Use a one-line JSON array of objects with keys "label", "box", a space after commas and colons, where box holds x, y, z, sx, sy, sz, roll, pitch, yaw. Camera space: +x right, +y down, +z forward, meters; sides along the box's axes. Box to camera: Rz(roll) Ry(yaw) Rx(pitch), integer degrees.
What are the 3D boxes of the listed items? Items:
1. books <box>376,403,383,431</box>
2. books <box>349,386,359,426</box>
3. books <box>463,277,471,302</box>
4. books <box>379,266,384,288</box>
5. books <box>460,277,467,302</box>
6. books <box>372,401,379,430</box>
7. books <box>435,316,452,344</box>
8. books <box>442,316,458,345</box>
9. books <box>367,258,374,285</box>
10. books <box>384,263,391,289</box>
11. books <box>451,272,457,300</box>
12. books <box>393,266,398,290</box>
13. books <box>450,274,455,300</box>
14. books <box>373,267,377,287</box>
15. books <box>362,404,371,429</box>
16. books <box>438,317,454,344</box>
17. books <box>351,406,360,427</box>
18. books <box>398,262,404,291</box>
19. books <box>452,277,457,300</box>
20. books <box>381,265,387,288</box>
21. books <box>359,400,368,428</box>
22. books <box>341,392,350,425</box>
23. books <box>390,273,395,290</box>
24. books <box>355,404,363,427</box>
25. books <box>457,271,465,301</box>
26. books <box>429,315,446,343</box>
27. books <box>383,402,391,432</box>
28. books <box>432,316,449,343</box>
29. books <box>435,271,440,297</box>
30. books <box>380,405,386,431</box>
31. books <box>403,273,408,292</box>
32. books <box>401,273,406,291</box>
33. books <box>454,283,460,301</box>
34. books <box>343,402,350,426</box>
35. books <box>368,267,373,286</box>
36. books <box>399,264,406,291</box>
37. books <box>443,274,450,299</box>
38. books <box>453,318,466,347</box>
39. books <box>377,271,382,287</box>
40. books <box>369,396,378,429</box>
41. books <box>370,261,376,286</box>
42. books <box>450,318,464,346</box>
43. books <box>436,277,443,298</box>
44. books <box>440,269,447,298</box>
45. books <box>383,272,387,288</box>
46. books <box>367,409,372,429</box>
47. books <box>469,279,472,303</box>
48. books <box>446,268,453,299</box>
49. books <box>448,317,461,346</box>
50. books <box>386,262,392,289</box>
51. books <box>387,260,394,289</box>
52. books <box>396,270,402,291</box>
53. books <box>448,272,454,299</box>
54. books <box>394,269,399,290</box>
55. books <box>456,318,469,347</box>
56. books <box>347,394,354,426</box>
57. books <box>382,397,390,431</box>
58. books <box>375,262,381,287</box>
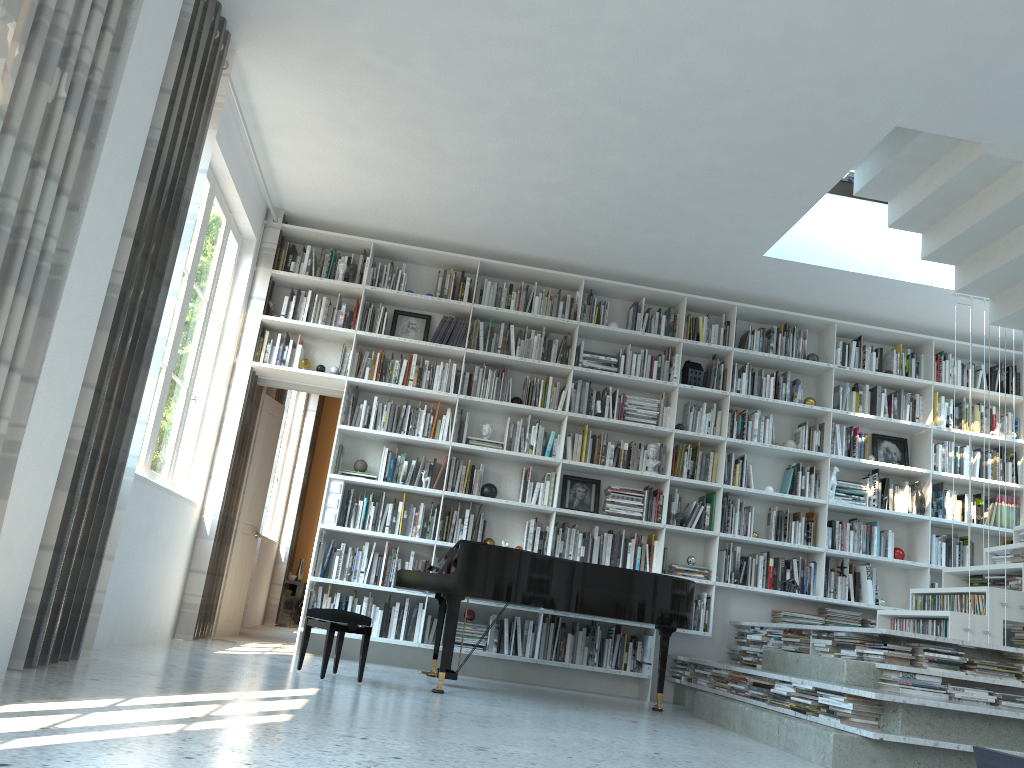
[{"label": "books", "box": [-1.018, 0.279, 6.797, 0.049, 0.242, 0.139, 9, -14, -5]}, {"label": "books", "box": [-1.204, 0.195, 6.757, 0.012, 0.333, 0.185, 9, -14, -5]}, {"label": "books", "box": [-0.369, -0.705, 7.091, 0.031, 0.253, 0.178, 9, -14, -5]}, {"label": "books", "box": [-1.036, -0.800, 7.029, 0.013, 0.224, 0.177, 9, -14, -5]}, {"label": "books", "box": [-0.396, -0.709, 7.102, 0.022, 0.260, 0.152, 9, -14, -5]}, {"label": "books", "box": [-1.044, 0.267, 6.772, 0.011, 0.245, 0.176, 9, -14, -5]}, {"label": "books", "box": [-0.552, -0.386, 6.990, 0.110, 0.279, 0.174, 9, -14, -5]}, {"label": "books", "box": [-0.499, -0.381, 6.993, 0.097, 0.282, 0.174, 9, -14, -5]}, {"label": "books", "box": [-1.127, -0.841, 7.042, 0.007, 0.284, 0.160, 9, -14, -5]}, {"label": "books", "box": [-0.991, -0.810, 7.038, 0.016, 0.260, 0.154, 9, -14, -5]}, {"label": "books", "box": [-0.473, -0.733, 7.080, 0.011, 0.273, 0.184, 9, -14, -5]}, {"label": "books", "box": [-0.931, -0.794, 7.050, 0.013, 0.252, 0.129, 9, -14, -5]}, {"label": "books", "box": [-0.484, -0.730, 7.077, 0.010, 0.263, 0.157, 9, -14, -5]}, {"label": "books", "box": [-1.090, -0.799, 7.033, 0.032, 0.209, 0.158, 9, -14, -5]}, {"label": "books", "box": [-1.108, 0.274, 6.749, 0.028, 0.203, 0.188, 9, -14, -5]}, {"label": "books", "box": [-0.531, -0.378, 7.009, 0.110, 0.279, 0.174, 9, -14, -5]}, {"label": "books", "box": [-1.190, 0.273, 6.747, 0.037, 0.181, 0.189, 9, -14, -5]}, {"label": "books", "box": [-0.885, -0.809, 7.063, 0.007, 0.300, 0.146, 9, -14, -5]}, {"label": "books", "box": [-0.466, -0.715, 7.107, 0.013, 0.254, 0.129, 9, -14, -5]}, {"label": "books", "box": [-1.021, -0.805, 7.037, 0.016, 0.242, 0.156, 9, -14, -5]}, {"label": "books", "box": [-1.132, 0.257, 6.760, 0.022, 0.235, 0.177, 9, -14, -5]}, {"label": "books", "box": [-1.271, 0.216, 6.774, 0.012, 0.284, 0.160, 9, -14, -5]}, {"label": "books", "box": [-0.954, -0.765, 7.034, 0.026, 0.182, 0.162, 9, -14, -5]}, {"label": "books", "box": [-1.167, 0.269, 6.770, 0.042, 0.208, 0.143, 9, -14, -5]}, {"label": "books", "box": [-0.414, -0.736, 7.082, 0.025, 0.296, 0.164, 9, -14, -5]}, {"label": "books", "box": [-0.597, -0.391, 6.995, 0.110, 0.279, 0.174, 9, -14, -5]}, {"label": "books", "box": [-0.954, 0.280, 6.774, 0.021, 0.247, 0.189, 9, -14, -5]}, {"label": "books", "box": [-0.576, -0.385, 7.005, 0.110, 0.279, 0.174, 9, -14, -5]}, {"label": "books", "box": [-0.601, -0.751, 7.087, 0.013, 0.277, 0.151, 9, -14, -5]}, {"label": "books", "box": [-0.985, 0.286, 6.780, 0.014, 0.229, 0.148, 9, -14, -5]}, {"label": "books", "box": [-0.854, -0.758, 7.059, 0.013, 0.209, 0.137, 9, -14, -5]}, {"label": "books", "box": [-0.867, -0.759, 7.048, 0.014, 0.201, 0.171, 9, -14, -5]}, {"label": "books", "box": [-0.448, -0.687, 7.077, 0.027, 0.190, 0.178, 9, -14, -5]}, {"label": "books", "box": [-1.256, 0.253, 6.758, 0.026, 0.208, 0.155, 9, -14, -5]}, {"label": "books", "box": [-1.120, -0.802, 7.025, 0.017, 0.203, 0.143, 9, -14, -5]}, {"label": "books", "box": [-0.876, -0.801, 7.074, 0.015, 0.292, 0.131, 9, -14, -5]}, {"label": "books", "box": [-0.530, -0.730, 7.072, 0.028, 0.248, 0.156, 9, -14, -5]}, {"label": "books", "box": [-0.424, -0.366, 7.019, 0.078, 0.285, 0.174, 9, -14, -5]}, {"label": "books", "box": [-1.055, -0.783, 7.040, 0.017, 0.193, 0.129, 9, -14, -5]}, {"label": "books", "box": [-1.060, 0.250, 6.783, 0.023, 0.280, 0.174, 9, -14, -5]}, {"label": "books", "box": [-1.106, -0.825, 7.038, 0.007, 0.258, 0.157, 9, -14, -5]}, {"label": "books", "box": [-0.447, -0.369, 7.022, 0.078, 0.285, 0.174, 9, -14, -5]}, {"label": "books", "box": [-0.584, -0.722, 7.070, 0.028, 0.217, 0.153, 9, -14, -5]}, {"label": "books", "box": [-0.554, -0.749, 7.075, 0.024, 0.279, 0.188, 9, -14, -5]}, {"label": "books", "box": [-1.011, -0.776, 7.041, 0.014, 0.192, 0.146, 9, -14, -5]}, {"label": "books", "box": [-1.090, 0.296, 6.791, 0.021, 0.187, 0.129, 9, -14, -5]}, {"label": "books", "box": [-0.336, -0.695, 7.108, 0.039, 0.251, 0.147, 9, -14, -5]}, {"label": "books", "box": [-0.507, -0.755, 7.108, 0.014, 0.320, 0.137, 9, -14, -5]}, {"label": "books", "box": [-0.469, -0.373, 7.016, 0.078, 0.285, 0.174, 9, -14, -5]}, {"label": "books", "box": [-0.978, -0.814, 7.039, 0.007, 0.271, 0.155, 9, -14, -5]}, {"label": "books", "box": [-0.965, -0.819, 7.027, 0.015, 0.279, 0.191, 9, -14, -5]}, {"label": "books", "box": [-0.902, -0.775, 7.032, 0.021, 0.213, 0.174, 9, -14, -5]}, {"label": "books", "box": [-0.495, -0.738, 7.090, 0.013, 0.282, 0.167, 9, -14, -5]}, {"label": "books", "box": [-0.920, -0.778, 7.038, 0.013, 0.219, 0.181, 9, -14, -5]}, {"label": "books", "box": [-0.400, -0.366, 7.008, 0.078, 0.285, 0.174, 9, -14, -5]}, {"label": "books", "box": [-1.227, 0.226, 6.750, 0.027, 0.265, 0.176, 9, -14, -5]}, {"label": "books", "box": [-0.968, 0.257, 6.786, 0.011, 0.292, 0.184, 9, -14, -5]}, {"label": "books", "box": [-1.064, -0.816, 7.032, 0.012, 0.248, 0.180, 9, -14, -5]}]
